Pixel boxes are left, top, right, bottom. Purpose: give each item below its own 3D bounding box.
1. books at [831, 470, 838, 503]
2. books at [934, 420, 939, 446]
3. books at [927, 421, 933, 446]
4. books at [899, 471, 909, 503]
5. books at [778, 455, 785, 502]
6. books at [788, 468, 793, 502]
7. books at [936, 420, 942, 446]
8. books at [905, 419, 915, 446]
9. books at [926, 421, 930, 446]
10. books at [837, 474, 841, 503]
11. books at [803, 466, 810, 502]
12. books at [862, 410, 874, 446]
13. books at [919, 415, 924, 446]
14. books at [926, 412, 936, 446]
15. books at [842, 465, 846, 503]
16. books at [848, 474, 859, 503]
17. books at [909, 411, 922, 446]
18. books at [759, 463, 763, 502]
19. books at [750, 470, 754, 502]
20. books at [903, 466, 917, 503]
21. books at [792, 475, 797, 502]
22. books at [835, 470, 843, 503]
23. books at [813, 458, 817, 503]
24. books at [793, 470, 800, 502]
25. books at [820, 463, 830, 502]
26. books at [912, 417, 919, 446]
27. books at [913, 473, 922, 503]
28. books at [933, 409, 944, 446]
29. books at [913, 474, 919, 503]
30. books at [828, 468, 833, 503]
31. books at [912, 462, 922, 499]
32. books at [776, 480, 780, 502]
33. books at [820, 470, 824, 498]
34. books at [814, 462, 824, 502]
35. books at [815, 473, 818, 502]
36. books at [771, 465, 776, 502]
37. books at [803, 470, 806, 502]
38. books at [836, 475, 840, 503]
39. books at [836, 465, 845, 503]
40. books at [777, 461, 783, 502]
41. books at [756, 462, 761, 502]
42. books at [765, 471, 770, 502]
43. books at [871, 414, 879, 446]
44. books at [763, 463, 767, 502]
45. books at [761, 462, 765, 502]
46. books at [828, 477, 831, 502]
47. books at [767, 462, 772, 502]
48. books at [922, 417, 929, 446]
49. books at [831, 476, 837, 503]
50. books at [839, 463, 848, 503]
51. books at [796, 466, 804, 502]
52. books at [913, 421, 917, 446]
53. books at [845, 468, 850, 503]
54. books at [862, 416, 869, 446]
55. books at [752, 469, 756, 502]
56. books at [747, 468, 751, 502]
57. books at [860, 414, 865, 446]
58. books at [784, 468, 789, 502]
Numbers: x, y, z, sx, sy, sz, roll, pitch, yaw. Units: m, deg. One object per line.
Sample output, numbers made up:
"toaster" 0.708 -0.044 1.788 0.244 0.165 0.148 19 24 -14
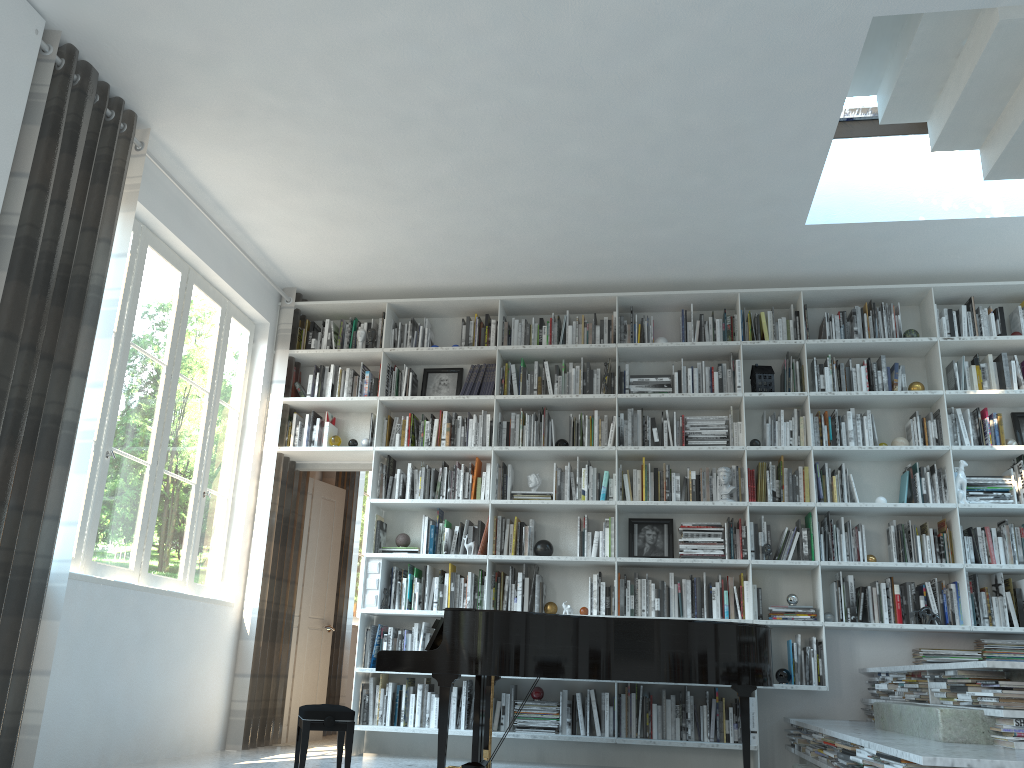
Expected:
"books" 2.111 0.699 5.824 0.008 0.241 0.169 -1 -18 9
"books" 2.758 0.356 5.817 0.013 0.203 0.174 -1 -18 9
"books" 2.732 0.361 5.832 0.013 0.201 0.174 -1 -18 9
"books" 2.544 0.697 5.760 0.056 0.240 0.154 -1 -18 9
"books" 1.788 0.658 5.888 0.021 0.336 0.170 -1 -18 9
"books" 1.824 0.696 5.847 0.027 0.241 0.189 -1 -18 9
"books" 2.783 0.356 5.817 0.012 0.205 0.170 -1 -18 9
"books" 2.633 0.357 5.861 0.015 0.219 0.140 -1 -18 9
"books" 2.721 0.363 5.845 0.012 0.205 0.138 -1 -18 9
"books" 2.131 0.711 5.809 0.007 0.211 0.158 -1 -18 9
"books" 1.941 0.693 5.866 0.033 0.267 0.142 -1 -18 9
"books" 2.360 0.328 5.888 0.024 0.271 0.170 -1 -18 9
"books" 2.679 0.343 5.851 0.016 0.243 0.152 -1 -18 9
"books" 2.745 0.332 5.828 0.016 0.256 0.176 -1 -18 9
"books" 2.162 0.684 5.822 0.006 0.272 0.167 -1 -18 9
"books" 2.218 0.709 5.784 0.051 0.209 0.177 -1 -18 9
"books" 2.663 0.329 5.847 0.015 0.266 0.164 -1 -18 9
"books" 1.651 0.683 5.910 0.035 0.292 0.145 -1 -18 9
"books" 1.594 0.708 5.916 0.014 0.243 0.145 -1 -18 9
"books" 2.580 0.682 5.752 0.021 0.263 0.175 -1 -18 9
"books" 1.849 0.716 5.845 0.034 0.203 0.182 -1 -18 9
"books" 2.145 0.700 5.823 0.017 0.242 0.133 -1 -18 9
"books" 1.981 0.661 5.844 0.006 0.317 0.165 -1 -18 9
"books" 1.878 0.705 5.865 0.028 0.238 0.146 -1 -18 9
"books" 2.054 0.675 5.816 0.013 0.278 0.192 -1 -18 9
"books" 2.651 0.350 5.855 0.012 0.231 0.154 -1 -18 9
"books" 2.608 0.702 5.734 0.013 0.218 0.188 -1 -18 9
"books" 2.792 0.320 5.821 0.005 0.277 0.183 -1 -18 9
"books" 2.599 0.706 5.734 0.006 0.209 0.188 -1 -18 9
"books" 2.085 0.695 5.835 0.013 0.255 0.145 -1 -18 9
"books" 2.625 0.670 5.758 0.013 0.294 0.154 -1 -18 9
"books" 1.757 0.739 5.889 0.030 0.180 0.132 -1 -18 9
"books" 2.036 0.703 5.847 0.007 0.243 0.146 -1 -18 9
"books" 2.012 0.676 5.839 0.035 0.287 0.192 -1 -18 9
"books" 1.992 0.712 5.841 0.015 0.219 0.155 -1 -18 9
"books" 1.733 0.693 5.905 0.035 0.277 0.139 -1 -18 9
"books" 1.922 0.704 5.868 0.019 0.247 0.149 -1 -18 9
"books" 2.121 0.715 5.818 0.014 0.208 0.157 -1 -18 9
"books" 2.155 0.684 5.817 0.006 0.269 0.179 -1 -18 9
"books" 1.772 0.673 5.866 0.019 0.292 0.183 -1 -18 9
"books" 1.637 0.680 5.902 0.035 0.292 0.145 -1 -18 9
"books" 1.693 0.708 5.885 0.015 0.231 0.180 -1 -18 9
"books" 2.402 0.344 5.901 0.034 0.253 0.161 -1 -18 9
"books" 1.676 0.683 5.906 0.035 0.292 0.145 -1 -18 9
"books" 1.661 0.678 5.894 0.035 0.292 0.145 -1 -18 9
"books" 2.069 0.723 5.823 0.014 0.192 0.147 -1 -18 9
"books" 1.711 0.678 5.889 0.019 0.293 0.164 -1 -18 9
"books" 2.707 0.351 5.846 0.016 0.227 0.160 -1 -18 9
"books" 2.094 0.715 5.794 0.017 0.191 0.192 -1 -18 9
"books" 2.171 0.677 5.822 0.013 0.286 0.159 -1 -18 9
"books" 1.901 0.691 5.860 0.032 0.265 0.143 -1 -18 9
"books" 2.642 0.363 5.854 0.005 0.204 0.154 -1 -18 9
"books" 2.194 0.696 5.821 0.007 0.253 0.161 -1 -18 9
"books" 2.339 0.351 5.897 0.021 0.231 0.183 -1 -18 9
"books" 1.611 0.710 5.925 0.013 0.246 0.177 -1 -18 9
"books" 1.577 0.703 5.922 0.015 0.254 0.151 -1 -18 9
"books" 2.319 0.342 5.918 0.024 0.261 0.134 -1 -18 9
"books" 1.805 0.699 5.876 0.033 0.252 0.175 -1 -18 9
